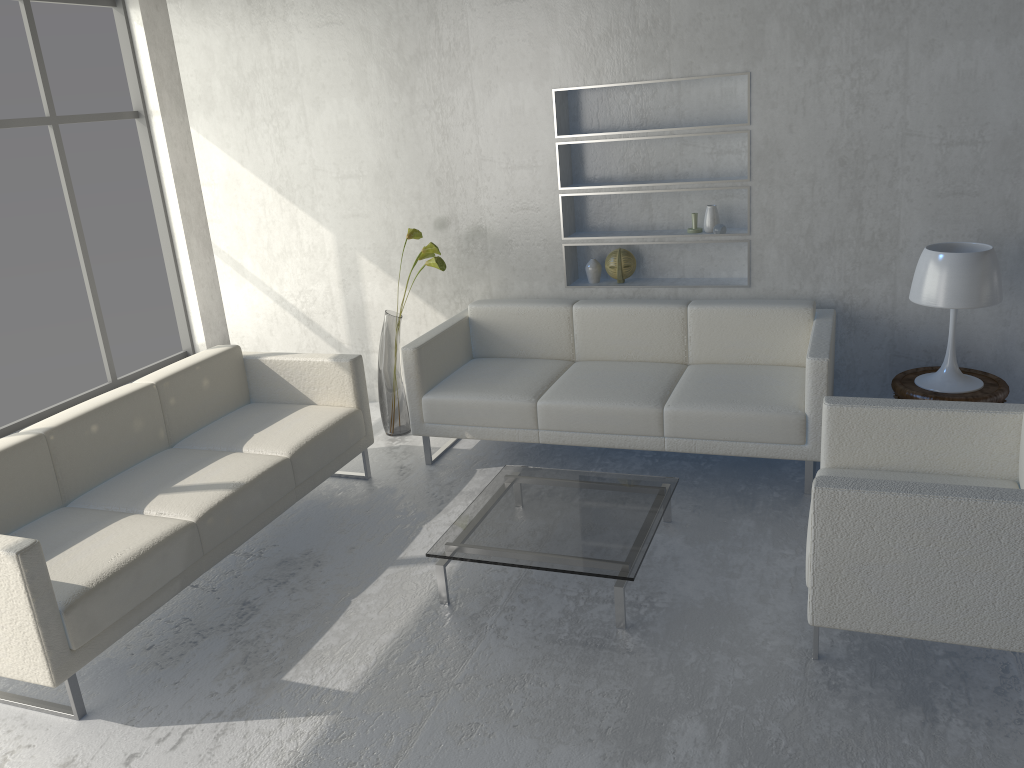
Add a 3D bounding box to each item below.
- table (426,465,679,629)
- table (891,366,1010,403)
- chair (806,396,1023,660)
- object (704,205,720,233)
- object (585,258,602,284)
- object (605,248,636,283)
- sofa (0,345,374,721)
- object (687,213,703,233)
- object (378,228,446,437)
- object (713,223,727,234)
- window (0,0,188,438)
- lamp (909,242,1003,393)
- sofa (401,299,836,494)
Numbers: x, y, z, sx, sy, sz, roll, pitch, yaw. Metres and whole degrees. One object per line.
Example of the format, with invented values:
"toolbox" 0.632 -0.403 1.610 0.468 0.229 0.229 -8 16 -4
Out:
"table" 0.185 0.566 3.287 0.730 0.190 0.773 2 19 21
"table" 1.876 0.157 3.830 0.452 0.358 0.452 -6 18 -3
"chair" 1.325 0.421 2.664 0.821 0.662 0.748 2 19 21
"object" 0.980 -0.811 4.351 0.079 0.130 0.079 2 19 19
"object" 0.429 -0.596 4.655 0.086 0.128 0.086 6 21 31
"object" 0.557 -0.607 4.570 0.163 0.179 0.088 -1 18 12
"sofa" -1.358 0.396 3.458 0.821 0.658 1.881 2 19 21
"object" 0.905 -0.798 4.392 0.074 0.094 0.074 -9 19 -13
"object" -0.486 -0.247 4.571 0.387 1.051 0.400 -19 23 -38
"object" 1.007 -0.753 4.297 0.064 0.050 0.064 4 20 26
"window" -3.117 -0.847 4.795 0.037 2.477 4.080 2 19 21
"lamp" 1.837 -0.279 3.689 0.347 0.582 0.347 -8 18 -9
"sofa" 0.516 -0.009 4.203 1.881 0.658 0.821 2 19 21
